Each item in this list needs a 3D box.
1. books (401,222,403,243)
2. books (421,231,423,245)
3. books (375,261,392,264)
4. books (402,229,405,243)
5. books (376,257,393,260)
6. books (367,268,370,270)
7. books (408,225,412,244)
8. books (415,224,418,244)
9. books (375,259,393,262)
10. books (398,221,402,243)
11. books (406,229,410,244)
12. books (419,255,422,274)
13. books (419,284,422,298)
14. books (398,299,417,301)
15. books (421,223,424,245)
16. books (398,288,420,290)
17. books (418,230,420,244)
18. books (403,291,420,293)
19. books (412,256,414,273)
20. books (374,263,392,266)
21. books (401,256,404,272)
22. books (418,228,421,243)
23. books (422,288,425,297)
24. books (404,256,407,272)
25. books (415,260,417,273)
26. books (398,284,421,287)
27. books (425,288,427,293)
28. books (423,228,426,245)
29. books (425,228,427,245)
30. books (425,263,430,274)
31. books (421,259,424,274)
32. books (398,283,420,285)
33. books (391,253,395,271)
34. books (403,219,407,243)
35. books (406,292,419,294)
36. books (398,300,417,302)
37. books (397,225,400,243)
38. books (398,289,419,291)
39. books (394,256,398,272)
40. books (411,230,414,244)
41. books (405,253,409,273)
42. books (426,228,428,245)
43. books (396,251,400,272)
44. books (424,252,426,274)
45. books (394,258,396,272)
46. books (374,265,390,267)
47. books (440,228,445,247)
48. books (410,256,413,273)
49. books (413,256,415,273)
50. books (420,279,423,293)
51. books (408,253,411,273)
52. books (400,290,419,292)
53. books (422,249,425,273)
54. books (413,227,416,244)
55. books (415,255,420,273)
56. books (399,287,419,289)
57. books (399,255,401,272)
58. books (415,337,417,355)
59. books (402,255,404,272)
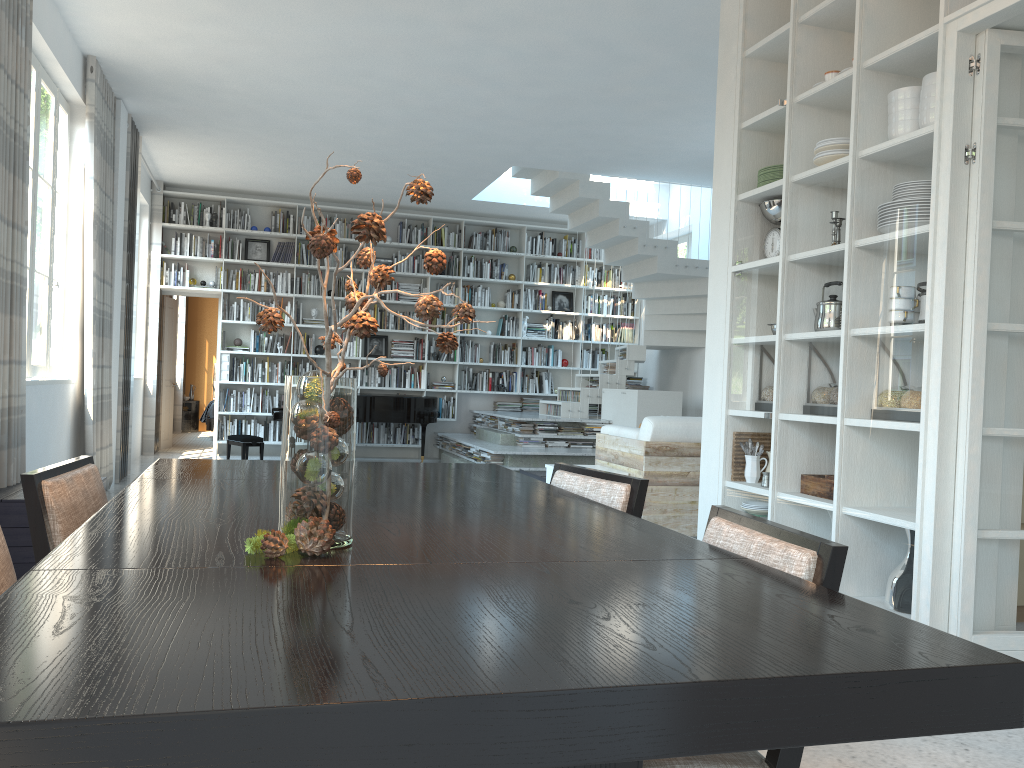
[{"bbox_3d":[-1.427,-1.935,11.440,0.011,0.296,0.157,2,1,-16],"label":"books"},{"bbox_3d":[-1.185,-1.879,11.527,0.014,0.204,0.135,2,0,-16],"label":"books"},{"bbox_3d":[-1.685,-1.551,11.376,0.254,0.025,0.161,2,0,-20],"label":"books"},{"bbox_3d":[-1.413,-1.891,11.458,0.031,0.208,0.146,2,0,-16],"label":"books"},{"bbox_3d":[-1.685,-1.600,11.385,0.285,0.024,0.159,2,0,-16],"label":"books"},{"bbox_3d":[-1.835,-1.561,11.313,0.021,0.249,0.191,2,0,-16],"label":"books"},{"bbox_3d":[-1.326,-1.918,11.483,0.028,0.270,0.140,2,1,-16],"label":"books"},{"bbox_3d":[-1.246,-1.915,11.476,0.010,0.270,0.180,2,0,-16],"label":"books"},{"bbox_3d":[-1.685,-1.576,11.380,0.285,0.024,0.159,2,0,-14],"label":"books"},{"bbox_3d":[-1.447,-1.934,11.426,0.014,0.292,0.176,2,1,-16],"label":"books"},{"bbox_3d":[-1.360,-1.890,11.455,0.050,0.211,0.172,2,0,-16],"label":"books"},{"bbox_3d":[-1.203,-1.541,11.519,0.029,0.261,0.133,2,1,-16],"label":"books"},{"bbox_3d":[-1.190,-1.170,11.518,0.012,0.254,0.161,2,0,-16],"label":"books"},{"bbox_3d":[-1.348,-1.080,11.487,0.254,0.012,0.161,2,0,-13],"label":"books"},{"bbox_3d":[-1.169,-1.930,11.523,0.012,0.308,0.138,2,1,-16],"label":"books"},{"bbox_3d":[-1.343,-1.225,11.490,0.285,0.012,0.159,2,0,-17],"label":"books"},{"bbox_3d":[-1.218,-1.880,11.477,0.023,0.202,0.193,2,0,-16],"label":"books"},{"bbox_3d":[-1.344,-1.189,11.485,0.285,0.012,0.159,2,0,-13],"label":"books"},{"bbox_3d":[-1.290,-1.529,11.489,0.010,0.230,0.152,2,0,-16],"label":"books"},{"bbox_3d":[-1.685,-1.527,11.374,0.285,0.024,0.159,2,0,-11],"label":"books"},{"bbox_3d":[-1.428,-1.528,11.444,0.027,0.216,0.190,2,0,-16],"label":"books"},{"bbox_3d":[-1.206,-1.895,11.527,0.026,0.234,0.137,2,1,-16],"label":"books"},{"bbox_3d":[-1.163,-1.141,11.540,0.029,0.198,0.172,2,0,-16],"label":"books"},{"bbox_3d":[-1.391,-1.528,11.458,0.028,0.219,0.183,2,0,-16],"label":"books"},{"bbox_3d":[-1.258,-1.507,11.489,0.029,0.188,0.176,2,0,-16],"label":"books"},{"bbox_3d":[-1.339,-1.276,11.480,0.285,0.012,0.159,2,0,-21],"label":"books"},{"bbox_3d":[-1.136,-1.143,11.553,0.030,0.205,0.158,2,0,-16],"label":"books"},{"bbox_3d":[-1.149,-1.897,11.522,0.028,0.244,0.161,2,0,-16],"label":"books"},{"bbox_3d":[-1.131,-1.897,11.537,0.014,0.244,0.145,2,1,-16],"label":"books"},{"bbox_3d":[-1.103,-1.525,11.476,0.037,0.237,0.272,2,0,-16],"label":"books"},{"bbox_3d":[-1.172,-1.510,11.514,0.029,0.202,0.191,2,0,-16],"label":"books"},{"bbox_3d":[-1.340,-1.288,11.486,0.285,0.012,0.159,2,0,-14],"label":"books"},{"bbox_3d":[-1.535,-1.551,11.415,0.012,0.254,0.161,2,0,-16],"label":"books"},{"bbox_3d":[-1.384,-1.951,11.441,0.010,0.331,0.186,2,1,-16],"label":"books"},{"bbox_3d":[-1.345,-1.177,11.490,0.254,0.012,0.161,2,0,-15],"label":"books"},{"bbox_3d":[-1.348,-1.068,11.485,0.254,0.012,0.161,2,0,-20],"label":"books"},{"bbox_3d":[-1.465,-1.911,11.440,0.012,0.245,0.151,2,1,-16],"label":"books"},{"bbox_3d":[-1.343,-1.213,11.487,0.254,0.012,0.161,2,0,-14],"label":"books"},{"bbox_3d":[-1.501,-1.534,11.451,0.024,0.223,0.128,2,1,-16],"label":"books"},{"bbox_3d":[-1.293,-1.883,11.473,0.033,0.203,0.166,2,0,-16],"label":"books"},{"bbox_3d":[-1.368,-1.554,11.484,0.029,0.273,0.140,2,1,-16],"label":"books"},{"bbox_3d":[-1.116,-1.893,11.533,0.014,0.239,0.153,2,0,-16],"label":"books"},{"bbox_3d":[-1.472,-1.563,11.416,0.011,0.284,0.190,2,0,-16],"label":"books"},{"bbox_3d":[-1.147,-1.558,11.548,0.010,0.299,0.133,2,1,-16],"label":"books"},{"bbox_3d":[-1.517,-1.517,11.417,0.025,0.187,0.193,2,0,-16],"label":"books"},{"bbox_3d":[-1.689,-1.509,11.380,0.285,0.012,0.159,2,0,-18],"label":"books"},{"bbox_3d":[-0.913,-1.893,11.577,0.054,0.254,0.190,2,0,-16],"label":"books"},{"bbox_3d":[-1.314,-1.526,11.470,0.023,0.223,0.190,2,0,-16],"label":"books"},{"bbox_3d":[-1.278,-1.529,11.486,0.012,0.230,0.158,2,0,-16],"label":"books"},{"bbox_3d":[-1.182,-1.202,11.536,0.012,0.319,0.139,2,1,-16],"label":"books"},{"bbox_3d":[-1.337,-1.551,11.472,0.023,0.269,0.184,2,0,-16],"label":"books"},{"bbox_3d":[-1.343,-1.201,11.485,0.254,0.012,0.161,2,0,-19],"label":"books"},{"bbox_3d":[-1.152,-1.575,11.528,0.012,0.334,0.155,2,1,-16],"label":"books"},{"bbox_3d":[-1.267,-1.899,11.485,0.023,0.236,0.154,2,0,-16],"label":"books"},{"bbox_3d":[-1.228,-1.535,11.496,0.032,0.248,0.173,2,0,-16],"label":"books"},{"bbox_3d":[-1.340,-1.237,11.481,0.254,0.012,0.161,2,0,-11],"label":"books"},{"bbox_3d":[-1.462,-1.540,11.436,0.021,0.237,0.171,2,0,-16],"label":"books"},{"bbox_3d":[-1.257,-0.458,11.549,0.011,0.299,0.130,2,1,-16],"label":"books"},{"bbox_3d":[-1.412,-1.541,11.461,0.012,0.244,0.131,2,1,-16],"label":"books"}]
